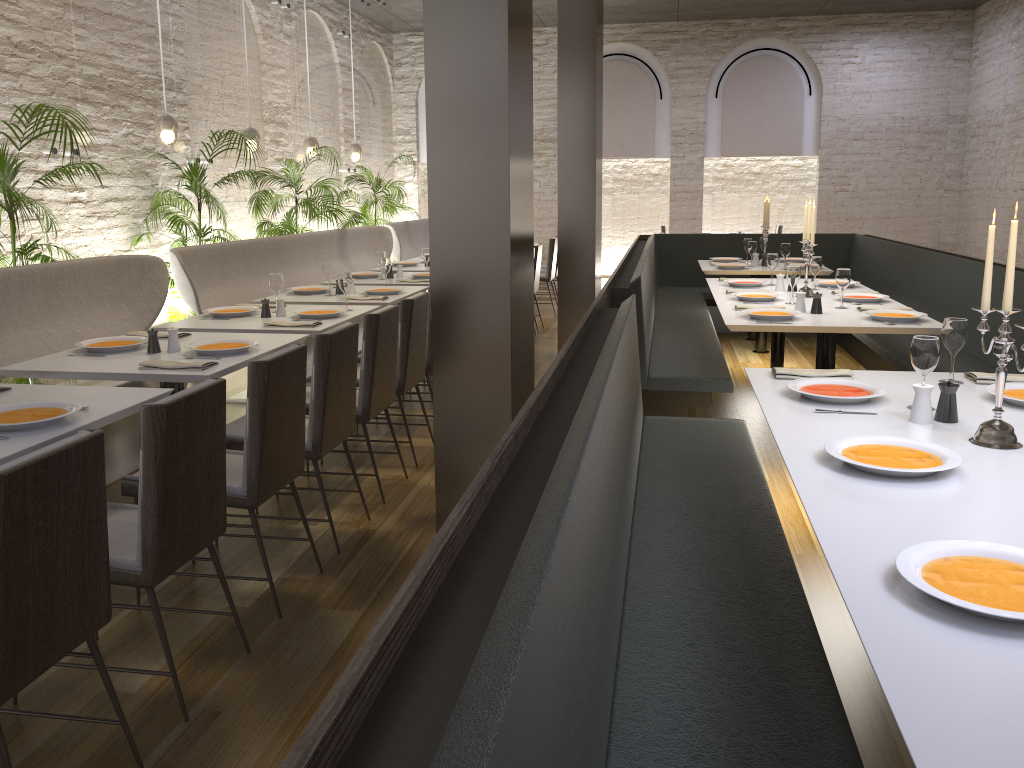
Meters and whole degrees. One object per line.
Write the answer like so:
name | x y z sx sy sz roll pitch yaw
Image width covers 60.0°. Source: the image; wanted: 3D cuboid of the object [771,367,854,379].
object | 1.118 -0.043 3.306 0.273 0.033 0.144 2 12 10

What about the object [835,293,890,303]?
object | 2.180 -0.534 5.525 0.322 0.036 0.323 6 14 29

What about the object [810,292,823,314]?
object | 1.713 -0.454 4.979 0.069 0.126 0.069 9 14 40

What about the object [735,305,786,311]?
object | 1.446 -0.443 5.172 0.273 0.033 0.144 2 12 10

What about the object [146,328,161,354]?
object | -1.594 -0.194 3.937 0.059 0.109 0.060 0 10 2

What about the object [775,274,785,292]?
object | 1.844 -0.697 6.093 0.069 0.126 0.069 0 11 4

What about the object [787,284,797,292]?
object | 1.925 -0.694 6.076 0.069 0.126 0.069 0 11 4

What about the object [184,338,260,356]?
object | -1.293 -0.161 3.957 0.322 0.036 0.324 -3 12 -12

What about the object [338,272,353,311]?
object | -0.993 -0.552 5.284 0.086 0.229 0.087 -8 13 -37

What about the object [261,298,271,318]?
object | -1.400 -0.434 5.036 0.059 0.109 0.060 3 11 18

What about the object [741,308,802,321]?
object | 1.414 -0.377 4.832 0.321 0.036 0.324 1 12 8

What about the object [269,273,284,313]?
object | -1.393 -0.540 5.249 0.086 0.229 0.087 -8 13 -37

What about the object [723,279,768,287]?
object | 1.700 -0.732 6.460 0.322 0.036 0.324 1 12 5

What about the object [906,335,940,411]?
object | 1.296 -0.034 2.790 0.086 0.229 0.087 4 11 22

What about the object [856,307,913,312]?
object | 2.124 -0.425 5.056 0.273 0.033 0.144 2 12 10

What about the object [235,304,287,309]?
object | -1.553 -0.481 5.480 0.273 0.033 0.144 2 12 10

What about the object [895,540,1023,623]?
object | 0.831 0.346 1.521 0.321 0.036 0.324 -4 13 -14

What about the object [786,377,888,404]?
object | 1.087 0.028 2.979 0.322 0.036 0.323 6 14 29

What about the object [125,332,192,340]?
object | -1.746 -0.241 4.380 0.273 0.033 0.144 2 12 10

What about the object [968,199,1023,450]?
object | 1.318 -0.159 2.365 0.132 0.652 0.392 3 11 20

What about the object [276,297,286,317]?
object | -1.323 -0.441 5.068 0.059 0.109 0.060 3 11 18

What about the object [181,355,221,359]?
object | -1.329 -0.115 3.782 0.181 0.015 0.038 2 12 11

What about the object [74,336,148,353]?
object | -1.822 -0.176 4.051 0.322 0.036 0.324 -3 12 -12

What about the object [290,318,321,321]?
object | -1.136 -0.355 4.881 0.181 0.015 0.038 2 12 11

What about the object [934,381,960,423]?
object | 1.304 0.053 2.652 0.069 0.126 0.069 0 11 4

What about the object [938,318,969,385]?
object | 1.578 -0.118 3.168 0.086 0.229 0.087 4 11 22

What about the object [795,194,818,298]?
object | 1.906 -0.889 5.708 0.132 0.652 0.392 3 11 20

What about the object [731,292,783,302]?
object | 1.555 -0.552 5.635 0.322 0.036 0.323 6 14 29

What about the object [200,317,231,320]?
object | -1.665 -0.367 4.974 0.185 0.010 0.017 2 12 10

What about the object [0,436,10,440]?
object | -1.543 0.150 2.568 0.181 0.015 0.038 2 12 11

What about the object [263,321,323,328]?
object | -1.162 -0.318 4.709 0.273 0.033 0.144 2 12 10

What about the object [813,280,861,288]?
object | 2.325 -0.714 6.351 0.322 0.036 0.324 1 12 5

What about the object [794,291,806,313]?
object | 1.641 -0.467 5.041 0.069 0.126 0.069 6 12 32

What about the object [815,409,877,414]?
object | 1.040 0.086 2.760 0.185 0.010 0.017 2 12 10

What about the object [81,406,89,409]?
object | -1.481 0.076 2.918 0.185 0.010 0.017 2 12 10

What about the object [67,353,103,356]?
object | -1.858 -0.128 3.875 0.185 0.010 0.017 2 12 10

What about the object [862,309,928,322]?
object | 2.038 -0.359 4.723 0.321 0.036 0.324 -4 13 -14

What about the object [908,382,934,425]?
object | 1.223 0.056 2.642 0.069 0.126 0.069 0 11 4

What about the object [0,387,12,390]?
object | -1.960 0.023 3.166 0.273 0.033 0.144 2 12 10

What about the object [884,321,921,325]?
object | 2.002 -0.311 4.538 0.181 0.015 0.038 2 12 11

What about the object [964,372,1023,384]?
object | 1.796 -0.024 3.189 0.273 0.033 0.144 2 12 10

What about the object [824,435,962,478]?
object | 0.958 0.189 2.241 0.321 0.036 0.324 -4 13 -14

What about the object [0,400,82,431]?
object | -1.507 0.104 2.743 0.322 0.036 0.324 -3 12 -12

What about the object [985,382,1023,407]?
object | 1.712 0.045 2.869 0.322 0.036 0.323 6 14 29

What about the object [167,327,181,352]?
object | -1.517 -0.201 3.969 0.059 0.109 0.060 0 10 2

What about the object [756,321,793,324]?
object | 1.369 -0.321 4.625 0.185 0.010 0.017 2 12 10

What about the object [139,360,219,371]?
object | -1.356 -0.078 3.610 0.273 0.033 0.144 2 12 10
